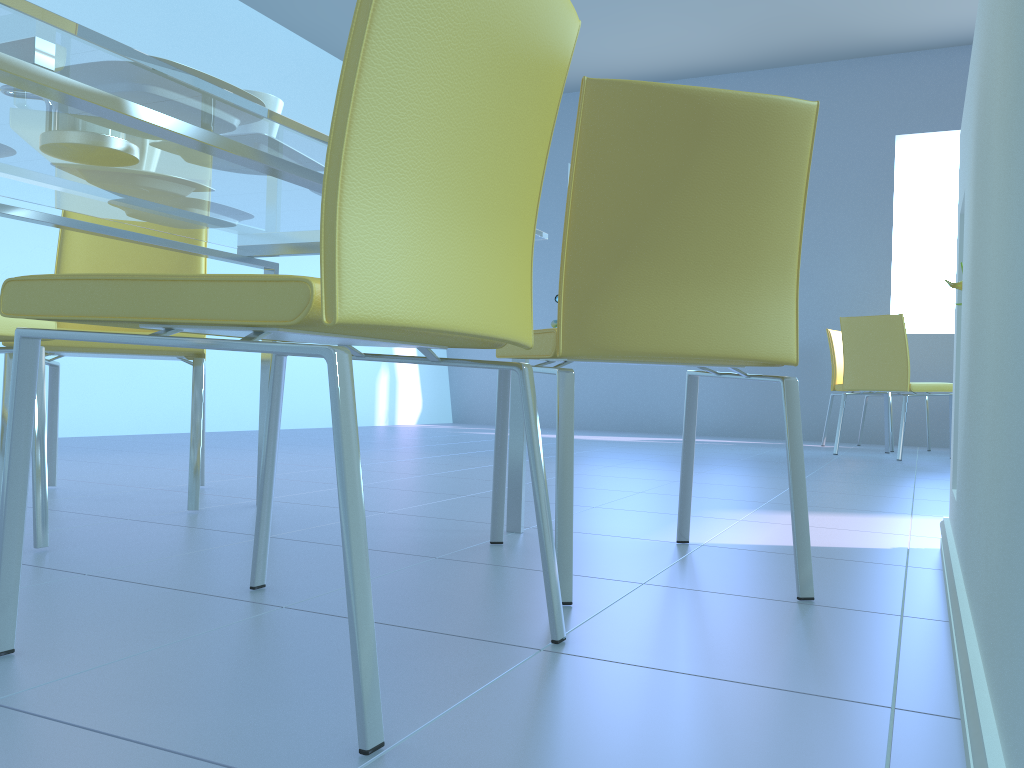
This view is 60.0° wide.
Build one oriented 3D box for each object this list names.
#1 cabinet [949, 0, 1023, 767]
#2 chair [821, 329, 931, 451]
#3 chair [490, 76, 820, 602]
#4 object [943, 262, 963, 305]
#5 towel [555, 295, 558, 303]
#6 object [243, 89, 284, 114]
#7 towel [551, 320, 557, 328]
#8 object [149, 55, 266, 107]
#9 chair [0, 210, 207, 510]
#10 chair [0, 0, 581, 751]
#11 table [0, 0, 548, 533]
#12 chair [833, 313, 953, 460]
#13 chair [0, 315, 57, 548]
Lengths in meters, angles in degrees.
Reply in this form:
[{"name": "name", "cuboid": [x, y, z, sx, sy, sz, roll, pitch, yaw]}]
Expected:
[{"name": "cabinet", "cuboid": [1.469, -0.068, 0.425, 2.200, 0.800, 2.139, 2, 0, 25]}, {"name": "chair", "cuboid": [2.121, 0.025, 5.182, 0.387, 0.695, 0.484, 2, 0, -34]}, {"name": "chair", "cuboid": [0.207, -0.055, 1.418, 0.387, 0.695, 0.484, 2, 0, -12]}, {"name": "object", "cuboid": [0.792, -0.025, 1.472, 0.229, 0.423, 0.067, 2, 0, -34]}, {"name": "towel", "cuboid": [0.198, -0.130, 1.430, 0.190, 0.033, 0.195, 2, 0, -39]}, {"name": "object", "cuboid": [-0.365, -0.354, 1.247, 0.091, 0.083, 0.111, 2, 0, 7]}, {"name": "towel", "cuboid": [0.195, -0.099, 1.434, 0.201, 0.024, 0.195, 2, 0, -40]}, {"name": "object", "cuboid": [-0.418, -0.325, 1.021, 0.228, 0.020, 0.228, 2, 0, 27]}, {"name": "chair", "cuboid": [-0.907, -0.086, 2.059, 0.387, 0.695, 0.484, 2, 0, -17]}, {"name": "chair", "cuboid": [-0.208, -0.070, 0.942, 0.484, 0.695, 0.387, 2, 0, 27]}, {"name": "table", "cuboid": [-0.514, -0.020, 1.365, 0.730, 0.590, 1.173, 2, 0, 25]}, {"name": "chair", "cuboid": [1.928, 0.015, 4.476, 0.484, 0.695, 0.387, 2, 0, -34]}, {"name": "chair", "cuboid": [-1.034, -0.094, 1.353, 0.484, 0.695, 0.387, 2, 0, 22]}]
